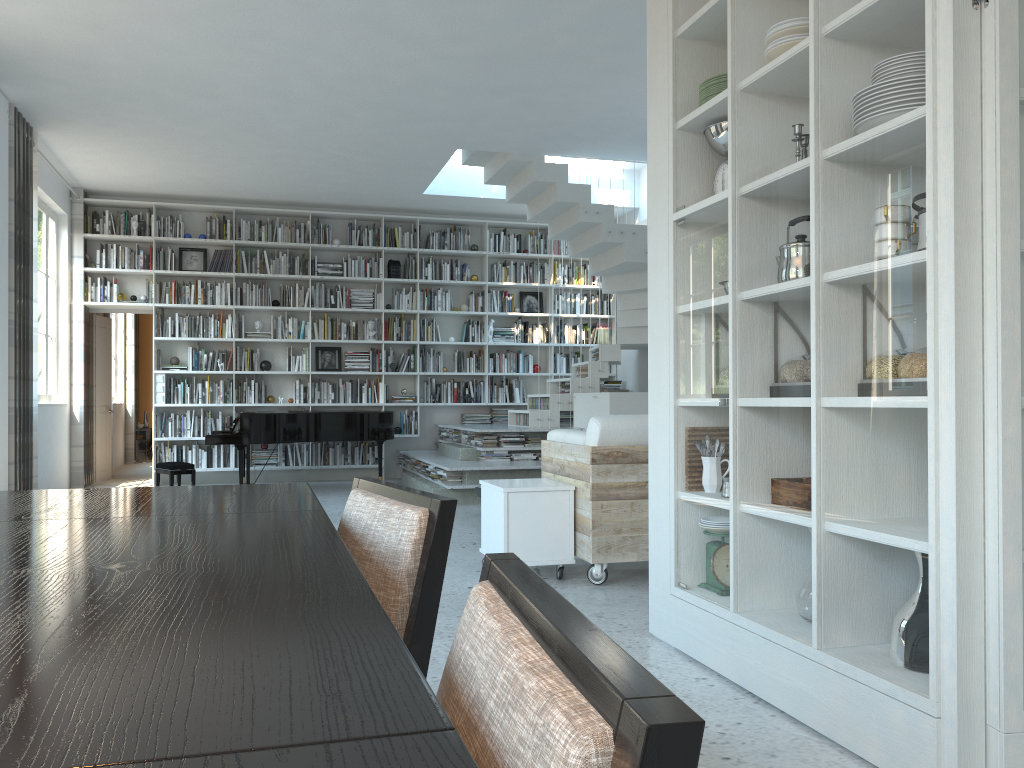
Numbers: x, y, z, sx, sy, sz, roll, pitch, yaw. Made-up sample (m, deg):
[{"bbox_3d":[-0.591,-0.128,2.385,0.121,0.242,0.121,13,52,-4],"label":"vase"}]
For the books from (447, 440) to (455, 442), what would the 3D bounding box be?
[{"bbox_3d":[-0.625,0.647,10.187,0.183,0.012,0.296,0,-1,-17],"label":"books"}]

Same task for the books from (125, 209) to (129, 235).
[{"bbox_3d":[-4.278,-1.770,9.855,0.029,0.314,0.129,0,-1,-16],"label":"books"}]

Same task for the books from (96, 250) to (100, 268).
[{"bbox_3d":[-4.545,-1.355,9.769,0.034,0.218,0.166,0,-1,-16],"label":"books"}]

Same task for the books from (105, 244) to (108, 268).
[{"bbox_3d":[-4.458,-1.388,9.777,0.023,0.282,0.186,0,-1,-16],"label":"books"}]

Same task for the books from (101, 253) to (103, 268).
[{"bbox_3d":[-4.510,-1.342,9.794,0.024,0.192,0.138,0,-1,-16],"label":"books"}]

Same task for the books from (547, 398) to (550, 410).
[{"bbox_3d":[0.440,0.217,9.542,0.125,0.125,0.011,0,0,-16],"label":"books"}]

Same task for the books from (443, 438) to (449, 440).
[{"bbox_3d":[-0.703,0.651,10.482,0.173,0.017,0.233,0,-1,-17],"label":"books"}]

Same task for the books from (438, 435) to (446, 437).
[{"bbox_3d":[-0.788,0.626,10.760,0.175,0.017,0.265,0,-1,-13],"label":"books"}]

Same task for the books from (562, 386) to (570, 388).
[{"bbox_3d":[0.672,0.037,10.201,0.140,0.022,0.181,0,-1,-22],"label":"books"}]

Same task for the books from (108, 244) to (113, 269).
[{"bbox_3d":[-4.440,-1.390,9.806,0.028,0.288,0.132,0,-1,-16],"label":"books"}]

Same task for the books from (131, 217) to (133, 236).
[{"bbox_3d":[-4.217,-1.726,9.867,0.021,0.226,0.156,0,-1,-16],"label":"books"}]

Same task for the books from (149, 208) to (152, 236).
[{"bbox_3d":[-4.044,-1.781,9.909,0.014,0.337,0.168,0,-1,-16],"label":"books"}]

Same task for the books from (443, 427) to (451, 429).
[{"bbox_3d":[-0.708,0.521,10.481,0.171,0.020,0.193,0,-1,-21],"label":"books"}]

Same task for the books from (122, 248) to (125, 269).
[{"bbox_3d":[-4.299,-1.368,9.830,0.021,0.244,0.173,0,-1,-16],"label":"books"}]

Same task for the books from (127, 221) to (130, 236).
[{"bbox_3d":[-4.249,-1.707,9.852,0.024,0.187,0.159,0,-1,-16],"label":"books"}]

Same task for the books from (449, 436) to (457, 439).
[{"bbox_3d":[-0.621,0.618,10.189,0.164,0.023,0.242,0,-1,-12],"label":"books"}]

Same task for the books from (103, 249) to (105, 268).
[{"bbox_3d":[-4.481,-1.361,9.776,0.022,0.228,0.171,0,-1,-16],"label":"books"}]

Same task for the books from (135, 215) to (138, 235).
[{"bbox_3d":[-4.171,-1.739,9.877,0.021,0.253,0.179,0,-1,-16],"label":"books"}]

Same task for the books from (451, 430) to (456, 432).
[{"bbox_3d":[-0.611,0.538,10.192,0.149,0.013,0.220,0,-1,-13],"label":"books"}]

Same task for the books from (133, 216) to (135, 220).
[{"bbox_3d":[-4.191,-1.735,9.861,0.025,0.243,0.167,0,-1,-16],"label":"books"}]

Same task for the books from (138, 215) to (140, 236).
[{"bbox_3d":[-4.147,-1.742,9.880,0.027,0.259,0.147,0,-1,-16],"label":"books"}]

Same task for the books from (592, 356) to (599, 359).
[{"bbox_3d":[1.013,-0.296,9.962,0.191,0.014,0.244,0,-1,-3],"label":"books"}]

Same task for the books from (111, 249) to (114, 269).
[{"bbox_3d":[-4.414,-1.366,9.812,0.024,0.239,0.155,0,-1,-16],"label":"books"}]

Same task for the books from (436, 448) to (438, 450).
[{"bbox_3d":[-0.822,0.790,10.785,0.163,0.019,0.187,0,-1,-17],"label":"books"}]

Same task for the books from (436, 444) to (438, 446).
[{"bbox_3d":[-0.820,0.744,10.786,0.159,0.012,0.278,0,-1,-17],"label":"books"}]

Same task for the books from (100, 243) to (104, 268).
[{"bbox_3d":[-4.524,-1.395,9.778,0.011,0.296,0.162,0,-1,-16],"label":"books"}]

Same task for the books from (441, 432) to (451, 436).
[{"bbox_3d":[-0.714,0.590,10.479,0.189,0.030,0.237,0,-1,-19],"label":"books"}]

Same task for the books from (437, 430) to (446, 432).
[{"bbox_3d":[-0.790,0.570,10.760,0.171,0.015,0.253,0,-1,-21],"label":"books"}]

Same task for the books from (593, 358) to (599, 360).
[{"bbox_3d":[1.014,-0.283,9.962,0.182,0.013,0.287,0,-1,-2],"label":"books"}]

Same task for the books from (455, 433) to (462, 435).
[{"bbox_3d":[-0.542,0.555,9.913,0.161,0.012,0.254,0,-1,-12],"label":"books"}]

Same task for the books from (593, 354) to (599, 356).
[{"bbox_3d":[1.021,-0.330,9.964,0.176,0.007,0.254,0,-1,-8],"label":"books"}]

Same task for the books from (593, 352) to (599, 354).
[{"bbox_3d":[1.025,-0.349,9.964,0.174,0.009,0.240,0,-1,-7],"label":"books"}]

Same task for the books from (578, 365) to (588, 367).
[{"bbox_3d":[0.854,-0.194,9.702,0.234,0.025,0.157,-1,-1,22],"label":"books"}]

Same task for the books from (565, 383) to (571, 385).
[{"bbox_3d":[0.717,-0.002,9.982,0.177,0.014,0.194,0,-1,-21],"label":"books"}]

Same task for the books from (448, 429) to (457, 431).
[{"bbox_3d":[-0.624,0.524,10.189,0.165,0.015,0.243,0,-1,-21],"label":"books"}]

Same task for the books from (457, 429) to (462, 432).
[{"bbox_3d":[-0.534,0.513,9.915,0.139,0.028,0.262,0,-1,-11],"label":"books"}]

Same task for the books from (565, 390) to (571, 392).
[{"bbox_3d":[0.718,0.077,9.982,0.175,0.016,0.207,0,-1,-21],"label":"books"}]

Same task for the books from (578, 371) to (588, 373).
[{"bbox_3d":[0.852,-0.132,9.692,0.295,0.006,0.146,-1,-1,19],"label":"books"}]

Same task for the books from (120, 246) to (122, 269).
[{"bbox_3d":[-4.327,-1.380,9.822,0.013,0.268,0.162,0,-1,-16],"label":"books"}]

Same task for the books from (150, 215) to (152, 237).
[{"bbox_3d":[-4.027,-1.742,9.920,0.025,0.259,0.138,0,-1,-16],"label":"books"}]

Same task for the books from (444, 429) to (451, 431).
[{"bbox_3d":[-0.698,0.547,10.484,0.163,0.018,0.290,0,-1,-17],"label":"books"}]

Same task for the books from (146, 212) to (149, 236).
[{"bbox_3d":[-4.063,-1.756,9.909,0.022,0.286,0.175,0,-1,-16],"label":"books"}]

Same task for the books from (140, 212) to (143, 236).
[{"bbox_3d":[-4.131,-1.758,9.898,0.013,0.292,0.154,0,-1,-16],"label":"books"}]

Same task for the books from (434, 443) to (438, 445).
[{"bbox_3d":[-0.833,0.729,10.782,0.184,0.006,0.262,0,-1,-15],"label":"books"}]

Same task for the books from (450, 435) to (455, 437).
[{"bbox_3d":[-0.610,0.597,10.192,0.154,0.018,0.221,0,-1,-17],"label":"books"}]

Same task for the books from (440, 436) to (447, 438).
[{"bbox_3d":[-0.779,0.643,10.762,0.163,0.017,0.232,0,-1,-14],"label":"books"}]

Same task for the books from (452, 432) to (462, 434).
[{"bbox_3d":[-0.548,0.545,9.911,0.187,0.009,0.261,0,-1,-17],"label":"books"}]

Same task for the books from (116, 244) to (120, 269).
[{"bbox_3d":[-4.354,-1.392,9.823,0.037,0.292,0.155,0,-1,-16],"label":"books"}]

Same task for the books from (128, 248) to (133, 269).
[{"bbox_3d":[-4.239,-1.371,9.844,0.030,0.251,0.165,0,-1,-16],"label":"books"}]

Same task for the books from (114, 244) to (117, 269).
[{"bbox_3d":[-4.376,-1.389,9.796,0.021,0.286,0.179,0,-1,-16],"label":"books"}]

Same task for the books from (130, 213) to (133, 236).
[{"bbox_3d":[-4.233,-1.750,9.863,0.013,0.275,0.158,0,-1,-16],"label":"books"}]

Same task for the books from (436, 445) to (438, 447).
[{"bbox_3d":[-0.823,0.756,10.785,0.170,0.012,0.215,0,-1,-16],"label":"books"}]

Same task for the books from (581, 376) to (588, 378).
[{"bbox_3d":[0.858,-0.078,9.712,0.206,0.012,0.183,0,-1,12],"label":"books"}]

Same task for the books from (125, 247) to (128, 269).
[{"bbox_3d":[-4.265,-1.376,9.837,0.025,0.261,0.167,0,-1,-16],"label":"books"}]

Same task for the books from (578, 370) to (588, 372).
[{"bbox_3d":[0.856,-0.141,9.706,0.231,0.011,0.171,-1,-1,21],"label":"books"}]

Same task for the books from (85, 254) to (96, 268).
[{"bbox_3d":[-4.623,-1.335,9.758,0.121,0.176,0.129,0,-1,-16],"label":"books"}]

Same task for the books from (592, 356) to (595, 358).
[{"bbox_3d":[1.021,-0.308,9.963,0.187,0.009,0.261,0,-1,-6],"label":"books"}]

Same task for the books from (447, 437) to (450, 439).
[{"bbox_3d":[-0.685,0.633,10.487,0.131,0.021,0.240,0,-1,-14],"label":"books"}]
